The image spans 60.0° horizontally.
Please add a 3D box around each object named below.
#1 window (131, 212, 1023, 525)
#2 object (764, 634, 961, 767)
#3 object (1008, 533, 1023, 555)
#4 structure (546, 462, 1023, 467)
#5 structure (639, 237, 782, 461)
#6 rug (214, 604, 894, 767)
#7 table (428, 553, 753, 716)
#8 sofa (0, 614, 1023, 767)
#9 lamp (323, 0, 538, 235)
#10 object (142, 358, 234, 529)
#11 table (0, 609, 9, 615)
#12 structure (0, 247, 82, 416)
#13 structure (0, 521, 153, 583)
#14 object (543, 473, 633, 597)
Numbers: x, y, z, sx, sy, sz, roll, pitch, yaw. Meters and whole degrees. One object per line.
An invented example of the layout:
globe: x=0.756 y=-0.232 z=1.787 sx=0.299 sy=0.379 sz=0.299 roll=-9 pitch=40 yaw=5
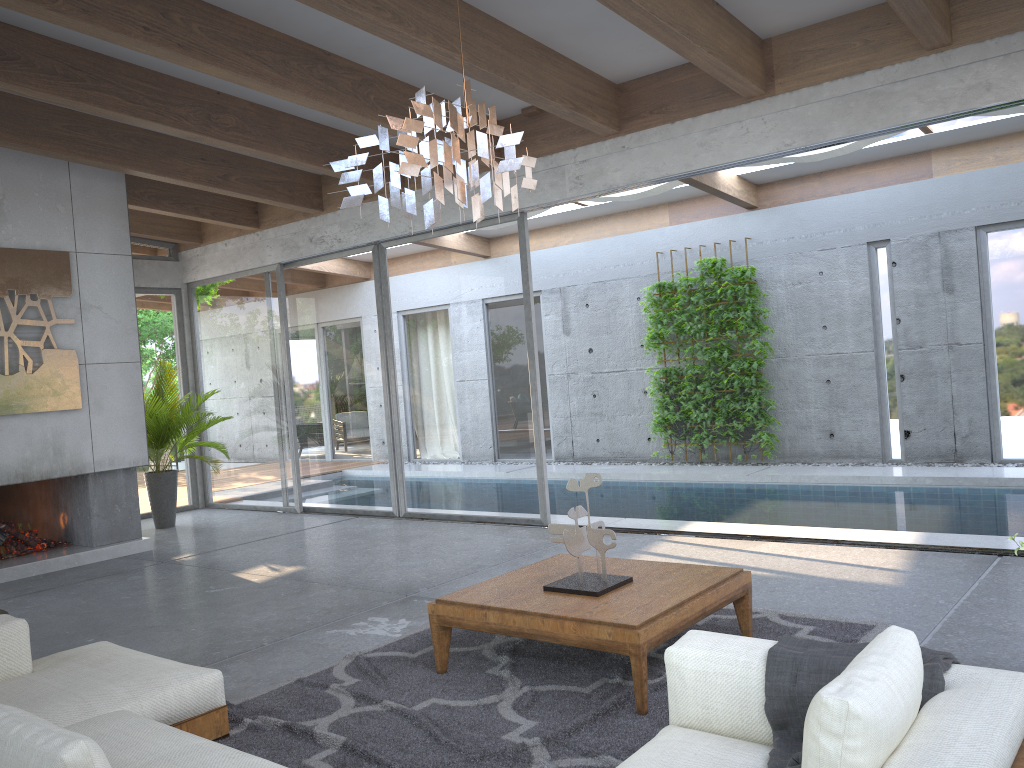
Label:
window: x=0.413 y=-0.597 z=3.840 sx=23.280 sy=3.764 sz=14.294 roll=-4 pitch=1 yaw=38
object: x=0.904 y=1.063 z=2.300 sx=0.472 sy=0.704 sz=0.857 roll=-4 pitch=1 yaw=35
object: x=1.478 y=0.759 z=2.415 sx=0.171 sy=0.750 sz=0.238 roll=-5 pitch=1 yaw=-30
structure: x=3.220 y=0.970 z=10.626 sx=13.673 sy=0.068 sz=0.477 roll=-4 pitch=1 yaw=38
structure: x=4.069 y=-0.457 z=6.957 sx=2.739 sy=2.687 sz=10.282 roll=-5 pitch=1 yaw=-35
rug: x=0.003 y=1.281 z=3.716 sx=2.187 sy=0.056 sz=3.186 roll=-4 pitch=1 yaw=39
table: x=0.383 y=1.101 z=4.120 sx=1.112 sy=0.352 sz=1.048 roll=-4 pitch=1 yaw=38
sofa: x=-0.698 y=1.073 z=2.613 sx=3.733 sy=0.777 sz=1.965 roll=-4 pitch=1 yaw=38
lamp: x=-0.330 y=-1.264 z=3.261 sx=0.862 sy=1.400 sz=0.636 roll=-4 pitch=1 yaw=-5
object: x=-3.759 y=0.615 z=9.438 sx=1.484 sy=1.819 sz=1.798 roll=-5 pitch=1 yaw=-45
table: x=-2.578 y=1.290 z=3.846 sx=0.725 sy=0.441 sz=0.725 roll=-4 pitch=1 yaw=0
structure: x=-4.023 y=-0.431 z=7.230 sx=0.041 sy=1.351 sz=0.919 roll=-4 pitch=1 yaw=38
structure: x=-4.769 y=1.337 z=7.949 sx=2.203 sy=0.595 sz=2.012 roll=-4 pitch=1 yaw=38
object: x=0.315 y=0.670 z=4.109 sx=0.379 sy=0.518 sz=0.346 roll=-4 pitch=1 yaw=38
